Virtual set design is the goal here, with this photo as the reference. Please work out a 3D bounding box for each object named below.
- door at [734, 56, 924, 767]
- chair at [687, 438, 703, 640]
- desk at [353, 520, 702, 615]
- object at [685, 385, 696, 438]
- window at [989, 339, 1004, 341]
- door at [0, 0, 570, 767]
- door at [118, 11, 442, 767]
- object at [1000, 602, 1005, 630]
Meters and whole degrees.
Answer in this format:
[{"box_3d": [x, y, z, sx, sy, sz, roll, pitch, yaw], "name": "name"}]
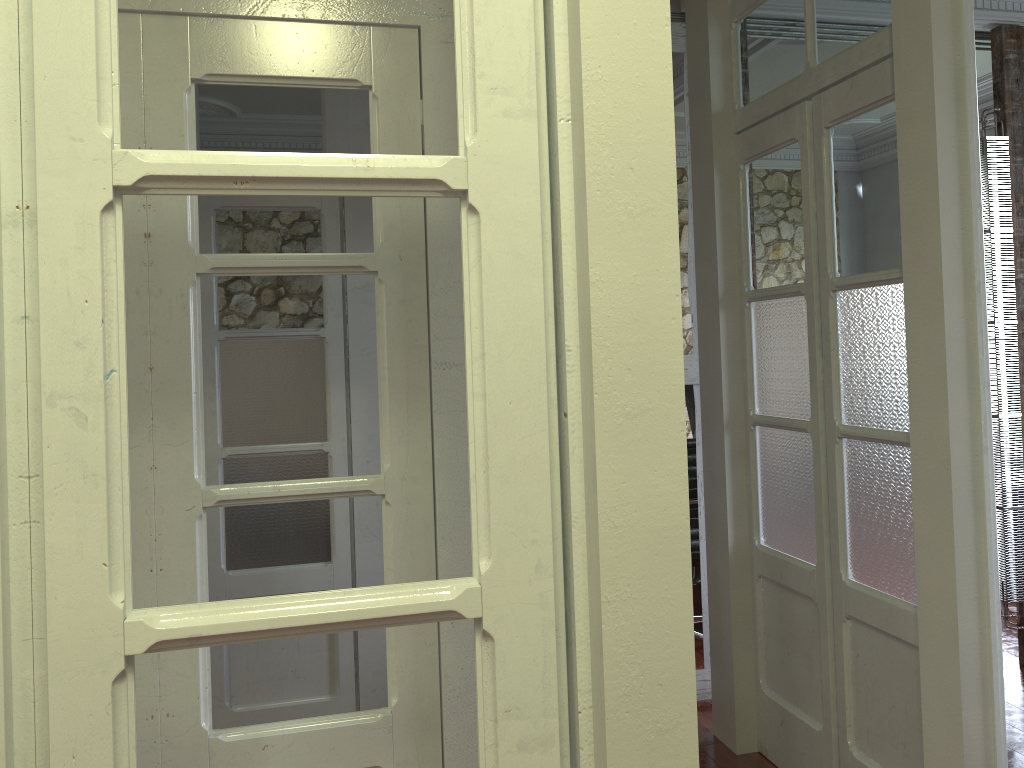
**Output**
[{"box_3d": [0.959, 0.208, 2.673, 0.041, 2.182, 1.056, -2, -1, -14], "name": "door"}, {"box_3d": [0.703, 0.746, 4.151, 0.666, 1.024, 0.698, -2, 0, -19], "name": "chair"}, {"box_3d": [0.231, 0.879, 4.864, 2.508, 0.728, 1.300, -2, 1, -14], "name": "desk"}, {"box_3d": [1.075, 0.242, 4.921, 0.190, 0.485, 0.483, -2, 0, -14], "name": "object"}, {"box_3d": [3.258, -0.560, 5.663, 0.127, 1.986, 1.526, -2, 0, -14], "name": "window"}, {"box_3d": [-0.439, 0.372, 0.816, 1.077, 2.088, 0.040, -2, -1, -14], "name": "door"}, {"box_3d": [-0.656, 0.350, 1.641, 1.077, 2.088, 0.040, -2, -1, -14], "name": "door"}, {"box_3d": [2.102, 1.103, 4.003, 0.220, 0.383, 0.234, -2, 0, -36], "name": "object"}]
